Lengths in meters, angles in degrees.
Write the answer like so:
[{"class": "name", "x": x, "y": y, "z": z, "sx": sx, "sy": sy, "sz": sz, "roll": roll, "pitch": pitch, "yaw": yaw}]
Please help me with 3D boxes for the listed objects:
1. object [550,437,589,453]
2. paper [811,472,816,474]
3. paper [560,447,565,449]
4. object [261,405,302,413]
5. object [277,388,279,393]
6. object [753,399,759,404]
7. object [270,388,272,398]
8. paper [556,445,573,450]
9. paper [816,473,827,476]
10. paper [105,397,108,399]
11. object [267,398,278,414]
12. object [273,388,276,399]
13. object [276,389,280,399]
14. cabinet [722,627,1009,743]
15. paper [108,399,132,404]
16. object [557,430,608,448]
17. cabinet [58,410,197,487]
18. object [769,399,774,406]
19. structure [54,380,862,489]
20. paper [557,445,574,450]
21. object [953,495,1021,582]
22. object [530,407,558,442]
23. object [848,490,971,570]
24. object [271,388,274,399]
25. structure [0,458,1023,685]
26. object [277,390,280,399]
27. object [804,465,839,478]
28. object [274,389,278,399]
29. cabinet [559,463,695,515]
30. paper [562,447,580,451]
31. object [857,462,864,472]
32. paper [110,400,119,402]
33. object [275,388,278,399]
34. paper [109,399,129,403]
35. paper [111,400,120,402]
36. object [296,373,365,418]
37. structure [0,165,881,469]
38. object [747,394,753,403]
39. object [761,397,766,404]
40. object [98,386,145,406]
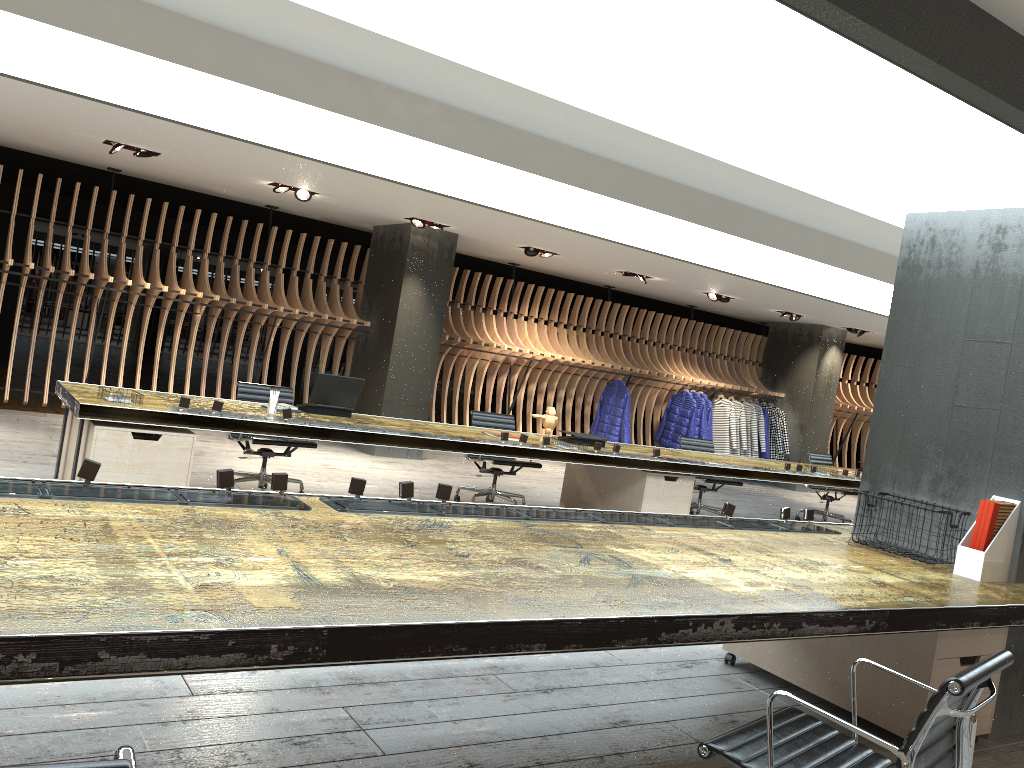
[{"class": "object", "x": 0.456, "y": 0.495, "z": 7.169, "sx": 0.216, "sy": 0.074, "sz": 0.302, "roll": 8, "pitch": 2, "yaw": -39}, {"class": "paper", "x": 3.100, "y": 0.907, "z": 8.944, "sx": 0.130, "sy": 0.003, "sz": 0.177, "roll": 8, "pitch": 2, "yaw": -35}, {"class": "paper", "x": 0.440, "y": 0.519, "z": 7.180, "sx": 0.130, "sy": 0.003, "sz": 0.177, "roll": 8, "pitch": 2, "yaw": -35}, {"class": "object", "x": -1.687, "y": 0.181, "z": 6.487, "sx": 0.213, "sy": 0.019, "sz": 0.219, "roll": 11, "pitch": 2, "yaw": 42}, {"class": "object", "x": -1.633, "y": 0.114, "z": 6.143, "sx": 0.007, "sy": 0.170, "sz": 0.030, "roll": 9, "pitch": 1, "yaw": 6}, {"class": "object", "x": 4.089, "y": 0.330, "z": 14.870, "sx": 0.012, "sy": 0.270, "sz": 0.526, "roll": 9, "pitch": 1, "yaw": -33}, {"class": "object", "x": -1.664, "y": 0.109, "z": 6.114, "sx": 0.007, "sy": 0.170, "sz": 0.030, "roll": 10, "pitch": 1, "yaw": 14}, {"class": "paper", "x": 0.451, "y": 0.517, "z": 7.171, "sx": 0.130, "sy": 0.004, "sz": 0.177, "roll": 8, "pitch": 2, "yaw": -29}, {"class": "paper", "x": 3.111, "y": 0.908, "z": 8.935, "sx": 0.130, "sy": 0.004, "sz": 0.177, "roll": 8, "pitch": 2, "yaw": -31}, {"class": "paper", "x": -2.400, "y": 0.100, "z": 5.412, "sx": 0.130, "sy": 0.003, "sz": 0.177, "roll": 8, "pitch": 2, "yaw": -35}, {"class": "object", "x": -1.654, "y": 0.156, "z": 6.127, "sx": 0.061, "sy": 0.111, "sz": 0.061, "roll": 9, "pitch": 1, "yaw": 0}, {"class": "object", "x": -1.647, "y": 0.112, "z": 6.106, "sx": 0.007, "sy": 0.170, "sz": 0.030, "roll": 9, "pitch": 1, "yaw": -40}, {"class": "object", "x": -1.630, "y": 0.115, "z": 6.116, "sx": 0.030, "sy": 0.170, "sz": 0.007, "roll": 9, "pitch": 1, "yaw": -3}, {"class": "cabinet", "x": 1.688, "y": 1.250, "z": 4.372, "sx": 0.593, "sy": 0.630, "sz": 1.133, "roll": 9, "pitch": 2, "yaw": -33}, {"class": "paper", "x": -2.389, "y": 0.101, "z": 5.403, "sx": 0.130, "sy": 0.004, "sz": 0.177, "roll": 9, "pitch": 2, "yaw": -25}, {"class": "object", "x": 0.620, "y": 0.488, "z": 7.844, "sx": 0.372, "sy": 0.088, "sz": 0.263, "roll": 8, "pitch": 2, "yaw": -33}, {"class": "cabinet", "x": -2.489, "y": 0.521, "z": 5.685, "sx": 0.593, "sy": 0.630, "sz": 1.133, "roll": 9, "pitch": 2, "yaw": -33}, {"class": "object", "x": 4.399, "y": 0.405, "z": 15.017, "sx": 0.012, "sy": 0.313, "sz": 0.518, "roll": 9, "pitch": 1, "yaw": -33}, {"class": "structure", "x": 1.515, "y": 0.998, "z": 8.343, "sx": 10.438, "sy": 0.844, "sz": 1.164, "roll": 8, "pitch": 2, "yaw": -33}, {"class": "paper", "x": 0.452, "y": 0.516, "z": 7.171, "sx": 0.130, "sy": 0.004, "sz": 0.177, "roll": 9, "pitch": 2, "yaw": -27}, {"class": "object", "x": 2.226, "y": 0.719, "z": 4.153, "sx": 0.239, "sy": 0.383, "sz": 0.129, "roll": 9, "pitch": 1, "yaw": -33}, {"class": "object", "x": 0.273, "y": 0.336, "z": 7.425, "sx": 0.097, "sy": 0.300, "sz": 0.320, "roll": 10, "pitch": 1, "yaw": 40}, {"class": "object", "x": 1.979, "y": 0.722, "z": 4.420, "sx": 0.329, "sy": 0.289, "sz": 0.460, "roll": 9, "pitch": 2, "yaw": -36}, {"class": "object", "x": -1.656, "y": 0.111, "z": 6.108, "sx": 0.007, "sy": 0.170, "sz": 0.030, "roll": 9, "pitch": 1, "yaw": -13}, {"class": "structure", "x": 2.329, "y": 1.180, "z": 6.690, "sx": 18.453, "sy": 0.844, "sz": 4.843, "roll": 8, "pitch": 2, "yaw": -33}, {"class": "object", "x": -1.627, "y": 0.115, "z": 6.125, "sx": 0.030, "sy": 0.170, "sz": 0.007, "roll": 9, "pitch": 1, "yaw": -30}, {"class": "object", "x": 3.116, "y": 0.883, "z": 8.933, "sx": 0.209, "sy": 0.071, "sz": 0.302, "roll": 8, "pitch": 2, "yaw": -39}, {"class": "object", "x": -1.637, "y": 0.114, "z": 6.109, "sx": 0.030, "sy": 0.170, "sz": 0.007, "roll": 10, "pitch": 1, "yaw": 24}, {"class": "cabinet", "x": 1.035, "y": 1.032, "z": 8.158, "sx": 0.593, "sy": 0.630, "sz": 1.133, "roll": 9, "pitch": 2, "yaw": -33}, {"class": "paper", "x": 0.451, "y": 0.517, "z": 7.171, "sx": 0.130, "sy": 0.004, "sz": 0.177, "roll": 9, "pitch": 2, "yaw": -27}, {"class": "object", "x": 4.304, "y": 1.009, "z": 10.490, "sx": 0.372, "sy": 0.111, "sz": 0.261, "roll": 8, "pitch": 2, "yaw": -33}, {"class": "paper", "x": -2.388, "y": 0.099, "z": 5.403, "sx": 0.130, "sy": 0.004, "sz": 0.177, "roll": 8, "pitch": 2, "yaw": -29}, {"class": "object", "x": -1.641, "y": 0.112, "z": 6.148, "sx": 0.007, "sy": 0.170, "sz": 0.030, "roll": 9, "pitch": 1, "yaw": -20}, {"class": "paper", "x": -2.388, "y": 0.098, "z": 5.403, "sx": 0.130, "sy": 0.004, "sz": 0.177, "roll": 9, "pitch": 2, "yaw": -27}, {"class": "paper", "x": -2.388, "y": 0.099, "z": 5.403, "sx": 0.130, "sy": 0.004, "sz": 0.177, "roll": 8, "pitch": 2, "yaw": -29}, {"class": "object", "x": -1.374, "y": 0.076, "z": 6.693, "sx": 0.372, "sy": 0.316, "sz": 0.366, "roll": 9, "pitch": 1, "yaw": -33}, {"class": "structure", "x": -0.538, "y": -0.090, "z": 3.899, "sx": 36.509, "sy": 2.439, "sz": 14.904, "roll": 8, "pitch": 2, "yaw": -33}, {"class": "object", "x": 3.952, "y": 0.331, "z": 14.711, "sx": 0.012, "sy": 0.313, "sz": 0.518, "roll": 9, "pitch": 1, "yaw": -33}, {"class": "object", "x": 4.245, "y": 0.384, "z": 14.911, "sx": 0.012, "sy": 0.316, "sz": 0.517, "roll": 9, "pitch": 1, "yaw": -33}, {"class": "object", "x": -2.384, "y": 0.077, "z": 5.401, "sx": 0.216, "sy": 0.074, "sz": 0.302, "roll": 8, "pitch": 2, "yaw": -39}]
